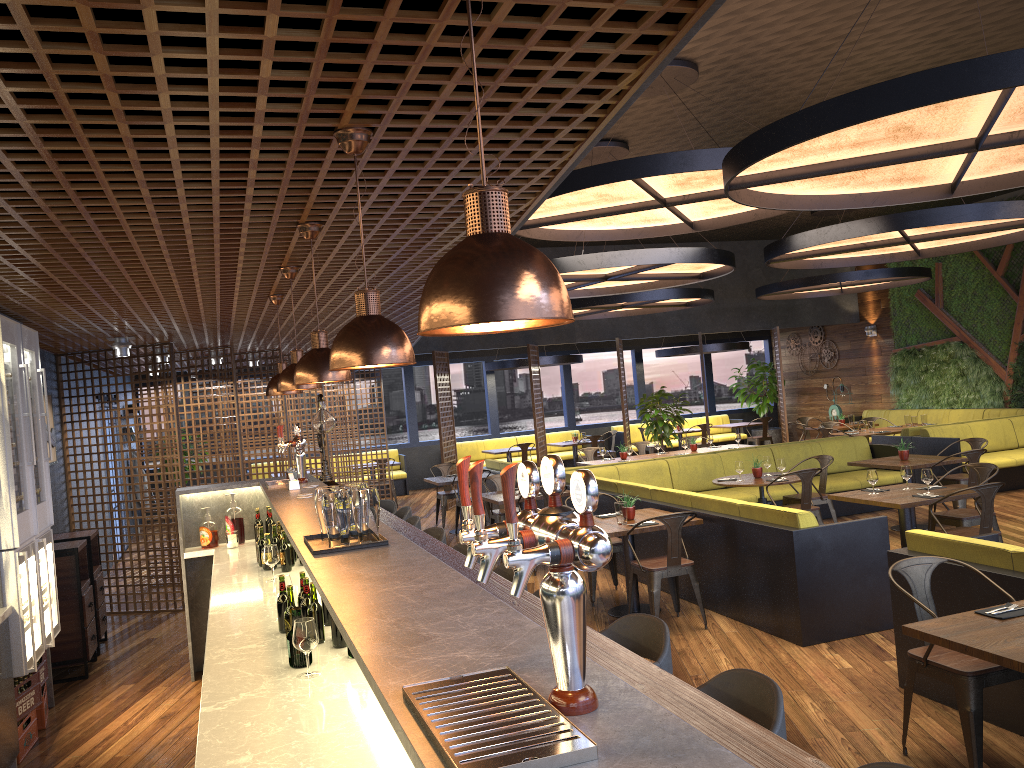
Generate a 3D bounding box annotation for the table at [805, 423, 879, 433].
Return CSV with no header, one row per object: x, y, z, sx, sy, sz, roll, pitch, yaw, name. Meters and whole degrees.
5.998,1.136,16.060,0.887,0.763,0.906,-5,0,-18,table

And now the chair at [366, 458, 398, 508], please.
-2.343,1.782,15.968,0.504,0.917,0.541,-5,0,-18,chair

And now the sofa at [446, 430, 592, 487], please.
0.203,1.583,18.932,3.061,0.914,0.966,-5,0,-18,sofa

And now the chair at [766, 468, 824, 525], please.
2.840,1.286,8.863,0.504,0.917,0.541,-5,0,-18,chair

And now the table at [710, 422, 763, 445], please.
4.903,1.251,19.105,0.887,0.763,0.906,-5,0,-18,table

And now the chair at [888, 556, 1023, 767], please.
2.129,1.319,4.206,0.504,0.917,0.541,-5,0,-18,chair

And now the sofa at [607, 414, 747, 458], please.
3.788,1.278,20.121,3.061,0.914,0.966,-5,0,-18,sofa

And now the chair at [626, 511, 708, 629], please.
1.174,1.419,6.820,0.504,0.917,0.541,-5,0,-18,chair

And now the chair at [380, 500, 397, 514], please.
-1.187,1.565,7.754,0.438,1.048,0.483,-5,0,-27,chair

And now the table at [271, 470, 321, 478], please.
-3.896,1.998,16.186,0.887,0.763,0.906,-5,0,-18,table

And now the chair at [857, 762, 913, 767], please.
0.718,1.361,1.813,0.483,1.048,0.438,-5,0,43,chair

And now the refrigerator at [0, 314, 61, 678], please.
-3.247,0.670,5.628,0.454,2.109,1.159,-5,0,-18,refrigerator

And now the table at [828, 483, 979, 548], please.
3.395,1.309,7.581,0.906,0.763,0.887,-5,0,-18,table

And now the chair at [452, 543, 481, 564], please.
-0.374,1.478,5.188,0.483,1.048,0.438,-5,0,32,chair

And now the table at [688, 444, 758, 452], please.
3.271,1.358,13.542,0.906,0.763,0.887,-5,0,-18,table

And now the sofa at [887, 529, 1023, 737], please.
3.165,1.230,3.902,0.966,0.914,3.061,-5,0,-18,sofa

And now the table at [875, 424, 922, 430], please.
6.575,1.076,14.473,0.887,0.763,0.906,-5,0,-18,table

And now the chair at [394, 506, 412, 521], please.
-0.993,1.544,7.199,0.438,1.048,0.483,-5,0,10,chair

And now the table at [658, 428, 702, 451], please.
3.578,1.363,18.670,0.906,0.763,0.887,-5,0,-18,table

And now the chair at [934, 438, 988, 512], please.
5.140,1.094,10.100,0.541,0.917,0.504,-5,0,-18,chair

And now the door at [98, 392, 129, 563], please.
-5.850,1.325,13.077,0.052,2.386,2.441,-5,0,-18,door

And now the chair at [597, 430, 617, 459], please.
1.909,1.426,18.102,0.541,0.917,0.504,-5,0,-18,chair

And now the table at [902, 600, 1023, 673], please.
2.298,1.380,3.587,0.906,0.763,0.887,-5,0,-18,table

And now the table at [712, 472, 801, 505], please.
2.684,1.383,9.458,1.007,0.760,1.007,-5,0,19,table

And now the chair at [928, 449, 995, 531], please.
4.684,1.129,9.266,0.504,0.917,0.541,-5,0,-18,chair

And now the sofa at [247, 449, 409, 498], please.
-3.651,1.910,17.653,3.061,0.914,0.966,-5,0,-18,sofa

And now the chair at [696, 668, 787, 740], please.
0.577,1.378,2.486,0.438,1.048,0.483,-5,0,10,chair

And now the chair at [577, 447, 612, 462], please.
1.315,1.450,13.705,0.504,0.917,0.541,-5,0,-18,chair

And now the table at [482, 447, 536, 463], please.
-0.017,1.669,17.473,0.887,0.763,0.906,-5,0,-18,table

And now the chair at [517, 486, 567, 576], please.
0.346,1.507,9.387,0.504,0.917,0.541,-5,0,-18,chair

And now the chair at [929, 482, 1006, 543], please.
3.573,1.210,6.934,0.504,0.917,0.541,-5,0,-18,chair

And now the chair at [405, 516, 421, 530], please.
-0.862,1.529,6.587,0.483,1.048,0.438,-5,0,43,chair

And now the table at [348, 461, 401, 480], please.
-2.571,1.885,16.625,0.887,0.763,0.906,-5,0,-18,table

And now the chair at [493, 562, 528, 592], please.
-0.107,1.450,4.502,0.438,1.048,0.483,-5,0,10,chair

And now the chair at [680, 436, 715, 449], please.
3.025,1.304,14.272,0.504,0.917,0.541,-5,0,-18,chair

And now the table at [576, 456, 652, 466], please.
1.559,1.503,12.969,0.906,0.763,0.887,-5,0,-18,table

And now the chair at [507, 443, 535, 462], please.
0.195,1.567,16.810,0.504,0.917,0.541,-5,0,-18,chair

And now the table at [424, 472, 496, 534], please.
-0.683,1.695,12.542,0.887,0.763,0.906,-5,0,-18,table

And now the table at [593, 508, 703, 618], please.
1.007,1.516,7.417,0.887,0.763,0.906,-5,0,-18,table

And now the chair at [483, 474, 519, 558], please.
-0.043,1.548,10.570,0.504,0.917,0.541,-5,0,-18,chair

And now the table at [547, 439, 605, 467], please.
1.308,1.556,17.916,0.906,0.763,0.887,-5,0,-18,table

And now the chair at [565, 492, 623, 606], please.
0.785,1.460,8.002,0.504,0.917,0.541,-5,0,-18,chair

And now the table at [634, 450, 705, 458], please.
2.417,1.430,13.253,0.906,0.763,0.887,-5,0,-18,table

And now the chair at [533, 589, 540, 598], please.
0.055,1.432,3.836,0.483,1.048,0.438,-5,0,43,chair

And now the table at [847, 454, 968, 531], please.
4.457,1.232,9.930,0.887,0.763,0.906,-5,0,-18,table

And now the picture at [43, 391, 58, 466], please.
-4.307,0.414,8.167,0.028,0.697,1.039,-5,0,-18,picture

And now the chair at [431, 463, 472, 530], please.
-0.903,1.639,13.115,0.504,0.917,0.541,-5,0,-18,chair

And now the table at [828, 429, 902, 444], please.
5.693,1.151,14.181,0.887,0.763,0.906,-5,0,-18,table

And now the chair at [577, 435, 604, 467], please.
1.548,1.452,17.259,0.504,0.917,0.541,-5,0,-18,chair

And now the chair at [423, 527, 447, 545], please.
-0.614,1.503,5.852,0.438,1.048,0.483,-5,0,-4,chair

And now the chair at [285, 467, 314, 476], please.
-3.695,1.897,15.519,0.504,0.917,0.541,-5,0,-18,chair

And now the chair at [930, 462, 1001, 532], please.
4.007,1.178,7.814,0.541,0.917,0.504,-5,0,-18,chair

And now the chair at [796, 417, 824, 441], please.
5.708,1.087,16.774,0.504,0.917,0.541,-5,0,-18,chair

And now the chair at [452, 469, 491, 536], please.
-0.520,1.598,11.950,0.504,0.917,0.541,-5,0,-18,chair

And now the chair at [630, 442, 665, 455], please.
2.173,1.377,13.989,0.504,0.917,0.541,-5,0,-18,chair

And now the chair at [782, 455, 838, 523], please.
3.241,1.256,9.649,0.541,0.917,0.504,-5,0,-18,chair

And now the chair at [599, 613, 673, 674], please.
0.389,1.399,3.189,0.438,1.048,0.483,-5,0,1,chair

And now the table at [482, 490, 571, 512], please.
0.164,1.606,9.980,0.887,0.763,0.906,-5,0,-18,table
